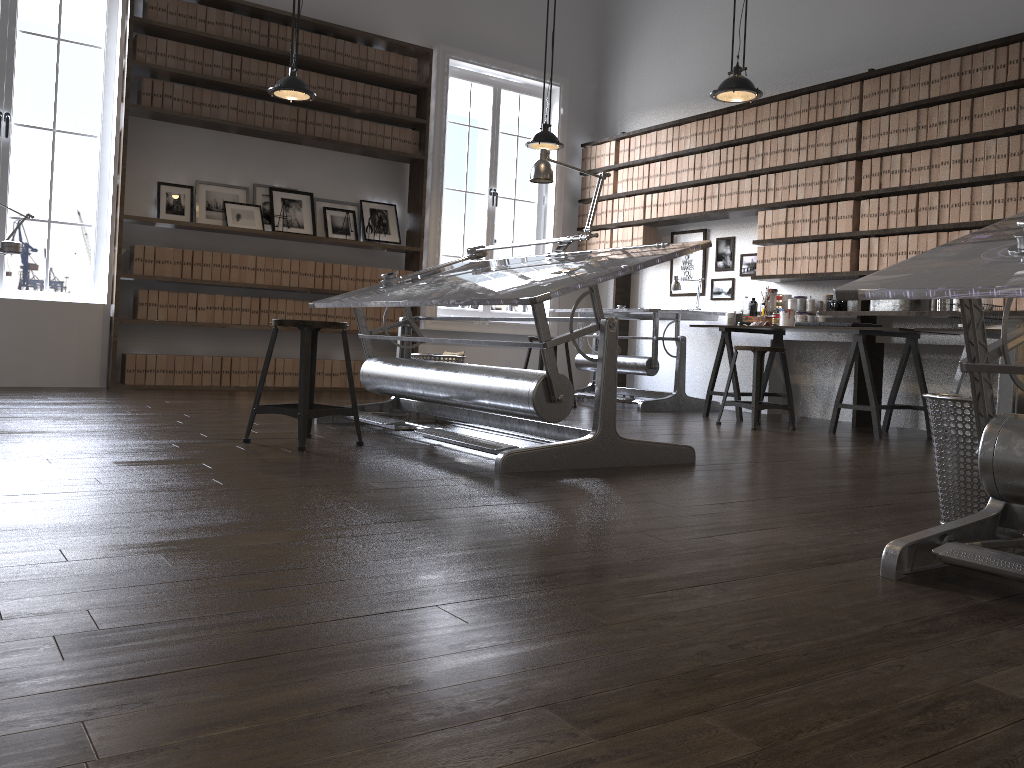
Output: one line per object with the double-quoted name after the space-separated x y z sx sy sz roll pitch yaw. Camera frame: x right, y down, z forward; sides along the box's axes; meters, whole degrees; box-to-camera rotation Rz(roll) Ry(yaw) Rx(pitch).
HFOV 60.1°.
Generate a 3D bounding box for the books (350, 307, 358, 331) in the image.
-1.378 -0.569 7.543 0.066 0.226 0.175 3 1 -34 "books"

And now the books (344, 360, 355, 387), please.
-1.409 -0.087 7.529 0.067 0.226 0.175 3 1 -34 "books"

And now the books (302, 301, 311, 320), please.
-1.727 -0.575 7.306 0.066 0.226 0.175 3 1 -34 "books"

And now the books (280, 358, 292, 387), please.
-1.859 -0.095 7.227 0.066 0.225 0.175 3 1 -34 "books"

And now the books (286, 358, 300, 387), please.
-1.807 -0.094 7.264 0.066 0.225 0.175 3 1 -34 "books"

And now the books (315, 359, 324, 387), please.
-1.637 -0.091 7.380 0.066 0.226 0.175 3 1 -34 "books"

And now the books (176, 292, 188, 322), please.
-2.536 -0.588 6.756 0.066 0.226 0.175 3 1 -34 "books"

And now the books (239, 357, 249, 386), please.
-2.152 -0.100 7.029 0.066 0.225 0.175 3 1 -34 "books"

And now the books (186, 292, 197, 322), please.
-2.476 -0.587 6.792 0.067 0.226 0.175 3 1 -34 "books"

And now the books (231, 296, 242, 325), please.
-2.198 -0.583 6.987 0.066 0.226 0.174 3 1 -34 "books"

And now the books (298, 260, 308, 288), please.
-1.747 -0.897 7.277 0.067 0.226 0.175 3 1 -34 "books"

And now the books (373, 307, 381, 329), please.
-1.208 -0.566 7.658 0.066 0.225 0.175 3 1 -34 "books"

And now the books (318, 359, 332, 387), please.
-1.577 -0.090 7.417 0.067 0.226 0.175 3 1 -34 "books"

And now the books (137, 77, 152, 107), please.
-2.733 -2.142 6.581 0.066 0.225 0.175 3 1 -34 "books"

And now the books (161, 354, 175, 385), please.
-2.617 -0.108 6.714 0.066 0.225 0.175 3 1 -34 "books"

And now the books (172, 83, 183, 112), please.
-2.549 -2.138 6.701 0.066 0.226 0.174 3 1 -34 "books"

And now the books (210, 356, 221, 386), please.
-2.331 -0.103 6.910 0.066 0.226 0.175 3 1 -34 "books"

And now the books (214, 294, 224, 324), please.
-2.308 -0.584 6.904 0.067 0.226 0.175 3 1 -34 "books"

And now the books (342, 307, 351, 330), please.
-1.437 -0.570 7.506 0.066 0.226 0.174 3 1 -34 "books"

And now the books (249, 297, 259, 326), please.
-2.081 -0.581 7.067 0.066 0.226 0.175 3 1 -34 "books"

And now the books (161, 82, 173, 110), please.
-2.610 -2.140 6.665 0.066 0.226 0.175 3 1 -34 "books"

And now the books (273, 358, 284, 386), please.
-1.917 -0.096 7.185 0.067 0.226 0.175 3 1 -34 "books"

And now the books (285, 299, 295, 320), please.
-1.841 -0.577 7.226 0.066 0.226 0.174 3 1 -34 "books"

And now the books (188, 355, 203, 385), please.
-2.448 -0.105 6.830 0.066 0.226 0.174 3 1 -34 "books"

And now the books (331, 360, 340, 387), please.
-1.518 -0.089 7.459 0.066 0.225 0.175 3 1 -34 "books"

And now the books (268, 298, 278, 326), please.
-1.957 -0.579 7.151 0.066 0.225 0.175 3 1 -34 "books"

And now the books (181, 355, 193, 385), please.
-2.507 -0.106 6.790 0.066 0.226 0.175 3 1 -34 "books"

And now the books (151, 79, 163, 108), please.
-2.669 -2.140 6.618 0.067 0.226 0.175 3 1 -34 "books"

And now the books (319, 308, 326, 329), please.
-1.610 -0.572 7.379 0.067 0.226 0.175 3 1 -34 "books"

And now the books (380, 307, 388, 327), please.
-1.151 -0.565 7.692 0.067 0.226 0.175 3 1 -34 "books"

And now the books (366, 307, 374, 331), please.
-1.259 -0.567 7.622 0.066 0.225 0.175 3 1 -34 "books"

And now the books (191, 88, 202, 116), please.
-2.434 -2.137 6.784 0.066 0.226 0.175 3 1 -34 "books"

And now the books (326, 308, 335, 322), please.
-1.550 -0.572 7.420 0.066 0.226 0.175 3 1 -34 "books"

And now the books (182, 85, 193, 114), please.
-2.492 -2.138 6.744 0.066 0.226 0.174 3 1 -34 "books"

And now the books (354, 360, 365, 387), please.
-1.298 -0.086 7.612 0.066 0.226 0.174 3 1 -34 "books"

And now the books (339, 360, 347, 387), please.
-1.467 -0.089 7.495 0.066 0.225 0.175 3 1 -34 "books"

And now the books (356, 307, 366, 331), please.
-1.318 -0.568 7.579 0.067 0.226 0.175 3 1 -34 "books"

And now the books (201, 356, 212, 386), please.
-2.387 -0.104 6.866 0.066 0.226 0.174 3 1 -34 "books"

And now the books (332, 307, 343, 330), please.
-1.493 -0.571 7.463 0.066 0.226 0.174 3 1 -34 "books"

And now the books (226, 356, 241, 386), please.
-2.208 -0.101 6.994 0.066 0.225 0.175 3 1 -34 "books"

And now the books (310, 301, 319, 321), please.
-1.665 -0.574 7.347 0.066 0.225 0.175 3 1 -34 "books"

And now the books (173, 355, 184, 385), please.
-2.559 -0.106 6.747 0.067 0.226 0.175 3 1 -34 "books"

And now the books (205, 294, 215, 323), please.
-2.366 -0.585 6.871 0.066 0.225 0.175 3 1 -34 "books"

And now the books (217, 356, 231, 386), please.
-2.266 -0.102 6.948 0.067 0.226 0.175 3 1 -34 "books"

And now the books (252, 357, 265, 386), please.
-2.038 -0.098 7.101 0.066 0.226 0.175 3 1 -34 "books"

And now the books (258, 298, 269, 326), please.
-2.016 -0.579 7.105 0.067 0.226 0.175 3 1 -34 "books"

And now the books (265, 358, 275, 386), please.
-1.980 -0.097 7.145 0.066 0.226 0.174 3 1 -34 "books"

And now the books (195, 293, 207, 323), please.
-2.417 -0.586 6.834 0.066 0.225 0.175 3 1 -34 "books"

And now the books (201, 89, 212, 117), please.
-2.375 -2.135 6.817 0.067 0.226 0.175 3 1 -34 "books"

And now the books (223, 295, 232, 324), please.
-2.256 -0.583 6.947 0.066 0.226 0.175 3 1 -34 "books"

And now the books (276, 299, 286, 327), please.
-1.899 -0.577 7.182 0.066 0.226 0.175 3 1 -34 "books"

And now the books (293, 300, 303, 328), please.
-1.786 -0.576 7.268 0.066 0.226 0.174 3 1 -34 "books"

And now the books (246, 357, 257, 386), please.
-2.098 -0.099 7.060 0.067 0.226 0.175 3 1 -34 "books"

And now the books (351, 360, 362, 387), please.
-1.357 -0.087 7.572 0.066 0.226 0.175 3 1 -34 "books"

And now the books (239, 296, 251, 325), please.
-2.137 -0.581 7.023 0.066 0.226 0.174 3 1 -34 "books"

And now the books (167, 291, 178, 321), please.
-2.595 -0.589 6.718 0.066 0.226 0.174 3 1 -34 "books"
